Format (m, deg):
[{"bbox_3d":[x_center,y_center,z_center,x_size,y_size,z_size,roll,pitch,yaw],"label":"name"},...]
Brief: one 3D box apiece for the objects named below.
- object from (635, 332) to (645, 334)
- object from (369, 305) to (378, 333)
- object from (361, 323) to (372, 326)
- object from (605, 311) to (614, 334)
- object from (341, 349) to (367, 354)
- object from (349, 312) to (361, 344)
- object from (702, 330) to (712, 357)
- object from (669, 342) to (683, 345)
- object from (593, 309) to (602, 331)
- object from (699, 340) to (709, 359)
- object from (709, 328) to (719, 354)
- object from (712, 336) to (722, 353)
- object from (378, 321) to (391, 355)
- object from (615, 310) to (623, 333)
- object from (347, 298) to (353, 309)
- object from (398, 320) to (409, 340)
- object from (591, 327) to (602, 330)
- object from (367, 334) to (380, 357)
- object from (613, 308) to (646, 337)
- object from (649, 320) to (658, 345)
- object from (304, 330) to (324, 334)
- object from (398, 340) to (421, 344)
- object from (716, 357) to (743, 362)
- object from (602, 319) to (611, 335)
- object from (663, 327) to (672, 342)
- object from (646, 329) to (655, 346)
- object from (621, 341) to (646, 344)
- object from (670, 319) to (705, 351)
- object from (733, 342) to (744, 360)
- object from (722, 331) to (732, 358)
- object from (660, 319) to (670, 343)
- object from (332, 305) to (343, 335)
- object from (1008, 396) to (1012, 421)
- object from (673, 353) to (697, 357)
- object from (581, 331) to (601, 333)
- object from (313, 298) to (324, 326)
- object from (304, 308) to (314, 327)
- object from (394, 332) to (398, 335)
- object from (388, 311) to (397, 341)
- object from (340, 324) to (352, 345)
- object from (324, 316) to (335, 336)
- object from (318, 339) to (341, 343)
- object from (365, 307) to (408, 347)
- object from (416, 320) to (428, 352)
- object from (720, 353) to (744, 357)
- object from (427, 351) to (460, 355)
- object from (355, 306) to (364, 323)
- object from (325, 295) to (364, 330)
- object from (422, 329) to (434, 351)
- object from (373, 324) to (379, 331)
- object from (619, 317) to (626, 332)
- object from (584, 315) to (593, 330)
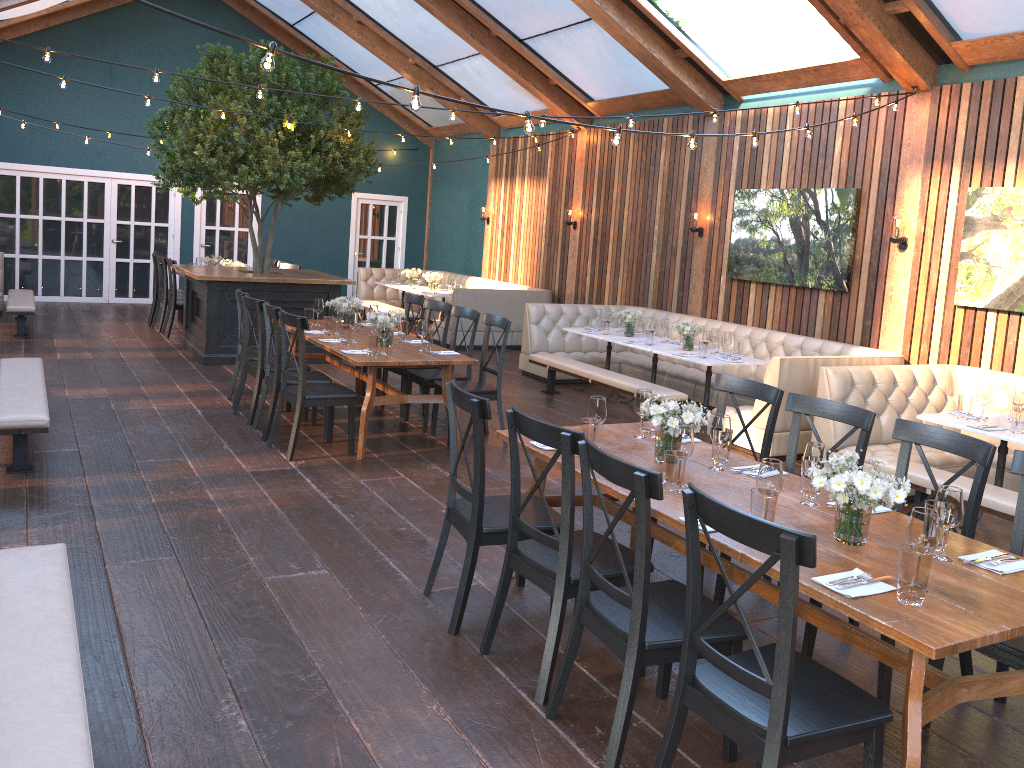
[{"bbox_3d":[1.346,-0.572,9.819,0.255,0.019,0.159,-1,11,-29],"label":"object"},{"bbox_3d":[-1.231,-0.579,7.846,0.092,0.243,0.093,0,8,-32],"label":"object"},{"bbox_3d":[-1.366,-0.564,8.346,0.255,0.019,0.159,-1,11,-29],"label":"object"},{"bbox_3d":[1.055,-0.664,9.580,0.092,0.243,0.093,6,7,18],"label":"object"},{"bbox_3d":[-1.142,-0.245,6.612,0.255,0.019,0.159,-1,11,-29],"label":"object"},{"bbox_3d":[-1.258,-0.451,7.094,0.092,0.243,0.093,1,7,-26],"label":"object"},{"bbox_3d":[1.806,-0.373,8.216,0.092,0.243,0.093,1,7,-26],"label":"object"},{"bbox_3d":[1.731,-0.423,9.125,0.255,0.019,0.159,-1,11,-29],"label":"object"},{"bbox_3d":[0.949,-0.709,9.796,0.092,0.243,0.093,6,7,18],"label":"object"},{"bbox_3d":[1.758,-0.317,8.122,0.092,0.157,0.092,-3,10,-43],"label":"object"},{"bbox_3d":[1.936,-0.409,8.477,0.092,0.243,0.093,6,7,18],"label":"object"},{"bbox_3d":[1.978,-0.381,8.580,0.092,0.157,0.092,-3,10,-43],"label":"object"},{"bbox_3d":[-0.953,-0.342,6.593,0.092,0.243,0.093,1,7,-26],"label":"object"},{"bbox_3d":[1.189,-0.697,9.822,0.092,0.243,0.093,6,7,18],"label":"object"},{"bbox_3d":[-1.550,-0.691,8.349,0.093,0.243,0.092,10,9,41],"label":"object"},{"bbox_3d":[-0.926,-0.455,7.498,0.092,0.157,0.092,8,8,27],"label":"object"},{"bbox_3d":[0.958,-0.626,9.972,0.157,0.019,0.257,-1,11,-29],"label":"object"},{"bbox_3d":[-1.017,-0.280,6.463,0.092,0.157,0.092,5,7,7],"label":"object"},{"bbox_3d":[1.255,-0.662,9.461,0.336,0.307,0.332,2,9,-17],"label":"object"},{"bbox_3d":[1.420,-0.521,8.906,0.092,0.243,0.093,6,7,18],"label":"object"},{"bbox_3d":[-1.657,-0.448,7.567,0.255,0.019,0.159,-1,11,-29],"label":"object"},{"bbox_3d":[-0.823,-0.356,7.377,0.255,0.019,0.159,-1,11,-29],"label":"object"},{"bbox_3d":[1.978,-0.227,8.100,0.157,0.019,0.257,-1,11,-29],"label":"object"},{"bbox_3d":[1.006,-0.608,9.485,0.092,0.157,0.092,-3,10,-43],"label":"object"},{"bbox_3d":[1.617,-0.520,9.232,0.092,0.157,0.092,-3,10,-43],"label":"object"},{"bbox_3d":[1.371,-0.464,8.811,0.092,0.157,0.092,-3,10,-43],"label":"object"},{"bbox_3d":[1.247,-0.424,8.933,0.255,0.019,0.159,-1,11,-29],"label":"object"},{"bbox_3d":[1.718,-0.484,8.629,0.336,0.307,0.332,2,8,-13],"label":"object"},{"bbox_3d":[2.098,-0.308,8.213,0.092,0.157,0.092,5,7,7],"label":"object"},{"bbox_3d":[2.002,-0.365,8.253,0.092,0.243,0.093,6,7,18],"label":"object"},{"bbox_3d":[1.574,-0.549,9.128,0.092,0.243,0.093,6,7,18],"label":"object"},{"bbox_3d":[-1.487,-0.544,7.537,0.092,0.243,0.093,0,8,-32],"label":"object"},{"bbox_3d":[3.413,0.171,6.003,0.092,0.157,0.092,-3,10,-43],"label":"object"},{"bbox_3d":[1.633,-0.276,8.243,0.255,0.019,0.159,-1,11,-29],"label":"object"},{"bbox_3d":[0.882,-0.568,9.607,0.255,0.019,0.159,-1,11,-29],"label":"object"},{"bbox_3d":[-1.765,-0.655,8.056,0.092,0.243,0.093,6,7,18],"label":"object"},{"bbox_3d":[-1.823,-0.595,7.937,0.092,0.157,0.092,2,7,-13],"label":"object"},{"bbox_3d":[-1.076,-0.453,7.848,0.255,0.019,0.159,-1,11,-29],"label":"object"},{"bbox_3d":[-1.003,-0.482,7.370,0.092,0.243,0.093,6,7,13],"label":"object"},{"bbox_3d":[-1.310,-0.388,6.964,0.092,0.157,0.092,4,7,-3],"label":"object"},{"bbox_3d":[-1.539,-0.486,7.427,0.092,0.157,0.092,1,8,-23],"label":"object"},{"bbox_3d":[-1.421,-0.353,7.118,0.255,0.019,0.159,-1,11,-29],"label":"object"},{"bbox_3d":[-1.011,-0.454,7.021,0.329,0.307,0.339,5,8,8],"label":"object"},{"bbox_3d":[-0.702,-0.376,6.891,0.092,0.243,0.093,4,7,-4],"label":"object"},{"bbox_3d":[2.093,-0.284,8.474,0.255,0.019,0.159,-1,11,-29],"label":"object"},{"bbox_3d":[-0.542,-0.247,6.868,0.255,0.019,0.159,-1,11,-29],"label":"object"},{"bbox_3d":[-1.464,-0.663,8.473,0.092,0.157,0.092,4,7,-3],"label":"object"},{"bbox_3d":[-1.491,-0.649,7.945,0.336,0.307,0.331,-1,10,-33],"label":"object"},{"bbox_3d":[-0.667,-0.347,6.986,0.092,0.157,0.092,5,7,7],"label":"object"},{"bbox_3d":[-1.206,-0.557,7.949,0.092,0.157,0.092,4,7,-3],"label":"object"},{"bbox_3d":[1.231,-0.669,9.926,0.092,0.157,0.092,-3,10,-43],"label":"object"},{"bbox_3d":[0.847,-0.682,9.845,0.092,0.157,0.092,-3,10,-43],"label":"object"}]
